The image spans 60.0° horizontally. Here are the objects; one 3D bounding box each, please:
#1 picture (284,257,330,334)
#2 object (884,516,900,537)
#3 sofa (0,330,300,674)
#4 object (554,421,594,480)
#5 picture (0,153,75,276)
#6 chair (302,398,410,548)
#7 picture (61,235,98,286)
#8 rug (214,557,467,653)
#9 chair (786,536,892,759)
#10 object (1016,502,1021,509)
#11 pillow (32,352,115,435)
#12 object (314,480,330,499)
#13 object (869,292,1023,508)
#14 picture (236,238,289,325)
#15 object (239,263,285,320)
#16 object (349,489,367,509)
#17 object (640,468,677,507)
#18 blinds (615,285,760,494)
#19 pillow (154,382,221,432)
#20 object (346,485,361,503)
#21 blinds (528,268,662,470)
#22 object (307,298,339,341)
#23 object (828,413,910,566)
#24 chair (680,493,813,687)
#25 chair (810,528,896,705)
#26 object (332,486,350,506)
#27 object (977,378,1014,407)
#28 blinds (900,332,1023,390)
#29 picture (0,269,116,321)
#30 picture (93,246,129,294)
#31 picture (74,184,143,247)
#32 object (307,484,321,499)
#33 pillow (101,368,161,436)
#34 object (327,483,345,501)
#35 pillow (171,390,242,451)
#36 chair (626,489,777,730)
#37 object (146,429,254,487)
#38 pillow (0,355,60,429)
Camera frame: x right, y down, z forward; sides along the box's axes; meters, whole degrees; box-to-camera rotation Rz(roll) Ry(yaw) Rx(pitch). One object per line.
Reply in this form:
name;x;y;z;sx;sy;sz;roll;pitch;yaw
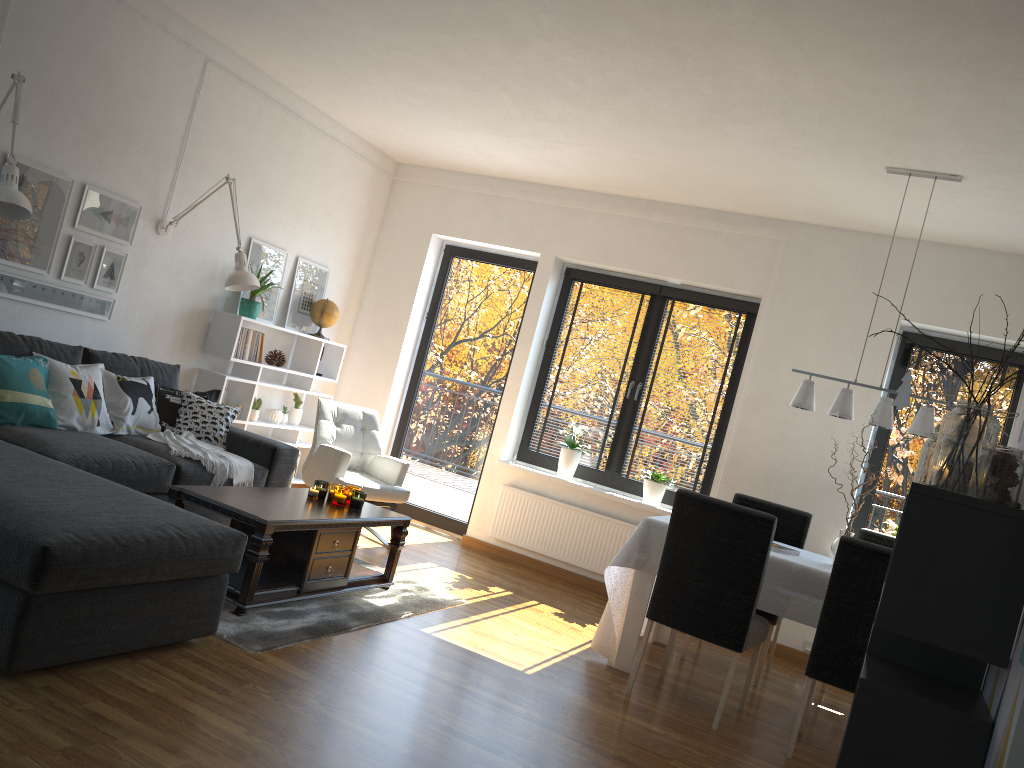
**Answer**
picture;-1.527;-0.642;6.619;0.059;0.532;0.390;15;0;25
object;2.450;1.021;5.456;0.333;0.384;0.300;14;-1;40
sofa;-1.751;0.361;4.042;2.160;0.848;2.512;14;-1;25
object;0.433;0.472;6.394;0.286;0.444;0.340;15;0;13
picture;-2.477;-0.857;4.546;0.013;0.534;0.390;15;0;25
chair;-1.060;0.585;5.912;0.546;0.832;0.683;15;-1;-40
picture;-2.377;-0.675;4.865;0.021;0.248;0.166;15;0;25
rug;-1.062;0.978;4.323;1.050;0.034;1.816;14;-1;24
chair;1.564;1.179;3.864;0.461;0.960;0.545;15;0;25
object;1.105;0.268;1.951;0.029;0.030;0.025;15;-1;20
pillow;-2.194;0.075;4.490;0.285;0.368;0.437;15;-1;25
object;-0.976;0.537;4.526;0.079;0.081;0.079;15;-1;20
object;0.958;-0.029;1.897;0.425;0.522;0.298;15;0;21
picture;-1.731;-0.704;6.155;0.059;0.532;0.390;15;0;25
object;-1.727;-0.622;5.956;0.387;0.372;0.424;15;-1;11
object;-0.787;0.587;4.524;0.079;0.081;0.079;15;-1;20
object;1.001;0.725;6.173;0.267;0.237;0.284;15;-1;6
blinds;1.232;0.053;6.286;0.709;1.422;0.049;15;0;25
pillow;-1.936;0.163;5.125;0.450;0.358;0.233;15;-1;-39
object;-0.833;0.577;4.617;0.079;0.081;0.079;15;-1;20
blinds;0.596;-0.110;6.586;0.709;1.422;0.049;15;0;25
object;-1.418;-0.494;6.666;0.215;0.305;0.217;14;-1;42
object;1.731;0.538;4.419;0.403;0.785;0.615;15;0;-1
chair;1.339;1.140;5.053;0.461;0.960;0.545;15;0;25
chair;1.959;1.299;4.761;0.461;0.960;0.545;15;0;30
object;-0.865;0.566;4.473;0.079;0.081;0.079;15;-1;20
object;1.332;0.153;2.602;0.163;0.383;0.155;15;0;41
blinds;2.851;-0.147;5.596;0.709;0.229;0.049;14;0;25
picture;-2.482;-0.480;4.753;0.021;0.136;0.838;15;-1;25
picture;-2.292;-0.649;5.059;0.021;0.248;0.166;15;0;25
picture;-2.259;-0.940;4.968;0.021;0.248;0.390;15;-1;25
object;-0.993;0.542;4.450;0.059;0.061;0.060;15;-1;30
pillow;-2.050;0.114;4.800;0.265;0.318;0.382;15;-1;25
object;-0.905;0.557;4.551;0.079;0.081;0.079;15;-1;20
pillow;-1.759;0.226;5.102;0.358;0.312;0.169;15;0;-25
chair;0.945;1.020;4.156;0.461;0.960;0.545;15;0;30
object;-1.729;0.392;4.711;0.605;0.212;0.489;15;-1;21
pillow;-2.329;0.018;4.169;0.272;0.340;0.415;15;-1;24
